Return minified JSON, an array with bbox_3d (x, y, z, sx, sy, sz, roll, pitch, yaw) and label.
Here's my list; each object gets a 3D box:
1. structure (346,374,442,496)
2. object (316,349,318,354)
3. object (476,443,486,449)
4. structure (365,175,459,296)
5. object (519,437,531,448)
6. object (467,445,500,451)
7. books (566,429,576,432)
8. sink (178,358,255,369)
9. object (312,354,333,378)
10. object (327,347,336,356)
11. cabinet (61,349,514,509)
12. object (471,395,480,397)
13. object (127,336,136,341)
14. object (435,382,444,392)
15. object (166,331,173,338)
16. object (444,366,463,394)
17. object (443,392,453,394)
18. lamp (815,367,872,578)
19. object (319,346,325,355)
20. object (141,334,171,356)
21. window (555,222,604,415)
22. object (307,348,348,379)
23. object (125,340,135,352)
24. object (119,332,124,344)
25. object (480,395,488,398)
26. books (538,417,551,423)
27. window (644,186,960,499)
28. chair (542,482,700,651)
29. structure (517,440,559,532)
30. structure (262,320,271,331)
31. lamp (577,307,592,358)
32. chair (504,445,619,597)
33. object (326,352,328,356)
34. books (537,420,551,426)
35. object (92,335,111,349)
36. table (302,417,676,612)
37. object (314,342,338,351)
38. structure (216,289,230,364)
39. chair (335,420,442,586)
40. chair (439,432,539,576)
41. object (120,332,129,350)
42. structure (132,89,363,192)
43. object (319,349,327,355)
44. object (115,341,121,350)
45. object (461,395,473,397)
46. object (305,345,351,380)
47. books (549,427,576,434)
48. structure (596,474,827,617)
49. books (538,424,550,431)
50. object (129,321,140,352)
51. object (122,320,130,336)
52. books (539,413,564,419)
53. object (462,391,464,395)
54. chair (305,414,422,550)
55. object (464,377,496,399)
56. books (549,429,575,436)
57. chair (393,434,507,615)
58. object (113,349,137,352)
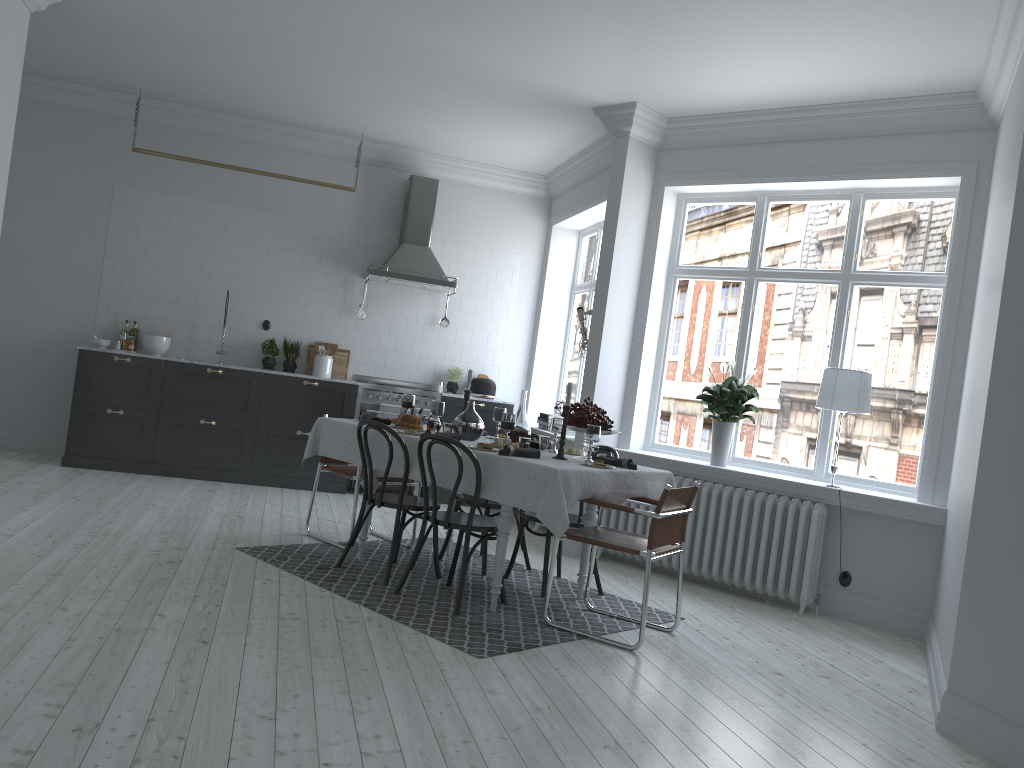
[{"bbox_3d":[-1.169,0.508,8.528,0.779,1.096,0.651,8,0,-14],"label":"structure"},{"bbox_3d":[-1.835,-0.201,8.468,0.117,0.251,0.061,8,0,15],"label":"object"},{"bbox_3d":[-0.166,0.341,4.870,0.057,0.037,0.021,8,0,-33],"label":"object"},{"bbox_3d":[-0.911,-1.457,8.560,0.843,1.079,0.567,8,0,-14],"label":"structure"},{"bbox_3d":[0.066,0.344,4.915,0.066,0.094,0.066,8,0,-26],"label":"object"},{"bbox_3d":[-0.155,0.355,4.869,0.182,0.013,0.182,8,0,1],"label":"object"},{"bbox_3d":[0.509,0.403,7.842,0.274,0.016,0.341,8,0,-13],"label":"books"},{"bbox_3d":[-2.702,-0.086,8.084,0.669,0.203,0.384,8,0,-14],"label":"sink"},{"bbox_3d":[-1.810,-0.171,8.481,0.174,0.208,0.174,8,0,-19],"label":"object"},{"bbox_3d":[-1.780,-0.215,8.526,0.131,0.296,0.056,8,0,-35],"label":"object"},{"bbox_3d":[-1.975,0.441,8.322,3.897,1.012,0.646,8,0,-14],"label":"cabinet"},{"bbox_3d":[-0.301,0.126,8.617,0.209,0.008,0.018,8,0,21],"label":"object"},{"bbox_3d":[-3.501,-0.369,8.124,0.077,0.141,0.044,8,0,-14],"label":"object"},{"bbox_3d":[-0.721,0.032,8.836,0.072,0.095,0.072,8,0,31],"label":"object"},{"bbox_3d":[-3.216,-0.385,8.178,0.042,0.232,0.209,8,0,26],"label":"object"},{"bbox_3d":[-0.583,-0.045,8.854,0.210,0.283,0.220,8,0,-2],"label":"object"},{"bbox_3d":[-0.635,0.082,8.768,0.091,0.018,0.062,8,0,-17],"label":"object"},{"bbox_3d":[2.083,0.572,5.735,0.335,1.331,0.335,8,0,-27],"label":"lamp"},{"bbox_3d":[-1.807,-0.217,8.490,0.064,0.290,0.141,8,0,-41],"label":"object"},{"bbox_3d":[-3.272,-0.354,8.135,0.247,0.175,0.247,8,0,-1],"label":"object"},{"bbox_3d":[0.807,-0.539,8.347,0.061,2.080,1.716,8,0,-14],"label":"window"},{"bbox_3d":[-1.789,-0.196,8.603,0.360,0.261,0.053,8,0,-14],"label":"object"},{"bbox_3d":[-3.457,-0.343,8.030,0.078,0.101,0.078,8,0,14],"label":"object"},{"bbox_3d":[-3.562,-0.393,8.097,0.059,0.172,0.059,8,0,17],"label":"object"},{"bbox_3d":[-0.269,0.124,8.662,0.119,0.031,0.074,8,0,18],"label":"object"},{"bbox_3d":[0.422,0.345,8.199,0.287,0.031,0.351,8,0,-14],"label":"books"},{"bbox_3d":[1.999,-0.371,6.350,2.079,2.080,0.061,8,0,38],"label":"window"},{"bbox_3d":[0.585,0.890,4.695,0.593,0.837,0.546,8,0,31],"label":"chair"},{"bbox_3d":[0.146,0.884,8.206,0.245,0.753,1.673,8,0,-14],"label":"structure"},{"bbox_3d":[-2.355,-0.563,8.505,0.079,0.103,0.032,8,0,-14],"label":"structure"},{"bbox_3d":[0.566,-0.109,6.885,0.131,0.977,0.312,8,0,-40],"label":"lamp"},{"bbox_3d":[0.331,0.817,5.514,0.564,0.909,0.463,8,0,-36],"label":"chair"},{"bbox_3d":[-1.791,-0.194,8.527,0.114,0.247,0.050,8,0,40],"label":"object"},{"bbox_3d":[0.404,0.374,8.207,0.259,0.031,0.328,8,0,-16],"label":"books"},{"bbox_3d":[-3.697,-0.378,7.986,0.159,0.110,0.172,8,0,-19],"label":"object"},{"bbox_3d":[-0.220,0.772,5.385,2.179,0.842,1.210,8,0,42],"label":"table"},{"bbox_3d":[-1.822,-0.235,8.618,0.220,0.330,0.041,8,0,-14],"label":"object"},{"bbox_3d":[-2.658,-0.531,8.203,0.100,0.692,0.266,8,0,-14],"label":"structure"},{"bbox_3d":[-0.689,0.679,5.264,0.463,0.909,0.564,8,0,39],"label":"chair"},{"bbox_3d":[-0.110,0.756,5.884,0.463,0.909,0.564,8,0,39],"label":"chair"},{"bbox_3d":[-3.520,-0.387,8.047,0.059,0.172,0.059,8,0,17],"label":"object"},{"bbox_3d":[-2.379,-2.201,8.065,1.988,0.556,0.053,8,0,-14],"label":"structure"},{"bbox_3d":[-1.835,-0.206,8.444,0.054,0.262,0.149,8,0,-39],"label":"object"},{"bbox_3d":[-3.552,-0.347,7.995,0.046,0.084,0.046,8,0,-28],"label":"object"},{"bbox_3d":[-0.441,0.115,8.541,0.126,0.008,0.126,8,0,12],"label":"object"},{"bbox_3d":[-1.797,-0.212,8.659,0.400,0.290,0.030,8,0,-14],"label":"object"},{"bbox_3d":[0.497,0.419,7.843,0.254,0.019,0.337,8,0,-16],"label":"books"},{"bbox_3d":[1.345,1.053,6.202,1.710,0.753,0.245,8,0,38],"label":"structure"},{"bbox_3d":[0.411,0.412,8.198,0.259,0.044,0.351,8,0,-12],"label":"books"},{"bbox_3d":[-3.478,-0.437,8.179,0.089,0.282,0.082,8,0,-14],"label":"object"},{"bbox_3d":[-3.558,-0.448,8.164,0.066,0.282,0.066,8,0,-19],"label":"object"},{"bbox_3d":[0.420,0.310,8.209,0.259,0.038,0.325,8,0,-12],"label":"books"},{"bbox_3d":[-0.439,0.095,8.540,0.072,0.040,0.070,8,0,-22],"label":"object"},{"bbox_3d":[-1.000,0.671,6.092,0.546,0.837,0.593,8,0,-43],"label":"chair"},{"bbox_3d":[-0.317,0.030,8.926,0.326,0.207,0.219,8,0,-9],"label":"object"},{"bbox_3d":[0.495,0.438,7.837,0.254,0.019,0.343,8,0,-14],"label":"books"},{"bbox_3d":[-0.289,0.735,4.861,0.463,0.909,0.564,8,0,34],"label":"chair"},{"bbox_3d":[-3.520,-0.303,8.087,0.180,0.008,0.272,8,0,-14],"label":"object"}]
